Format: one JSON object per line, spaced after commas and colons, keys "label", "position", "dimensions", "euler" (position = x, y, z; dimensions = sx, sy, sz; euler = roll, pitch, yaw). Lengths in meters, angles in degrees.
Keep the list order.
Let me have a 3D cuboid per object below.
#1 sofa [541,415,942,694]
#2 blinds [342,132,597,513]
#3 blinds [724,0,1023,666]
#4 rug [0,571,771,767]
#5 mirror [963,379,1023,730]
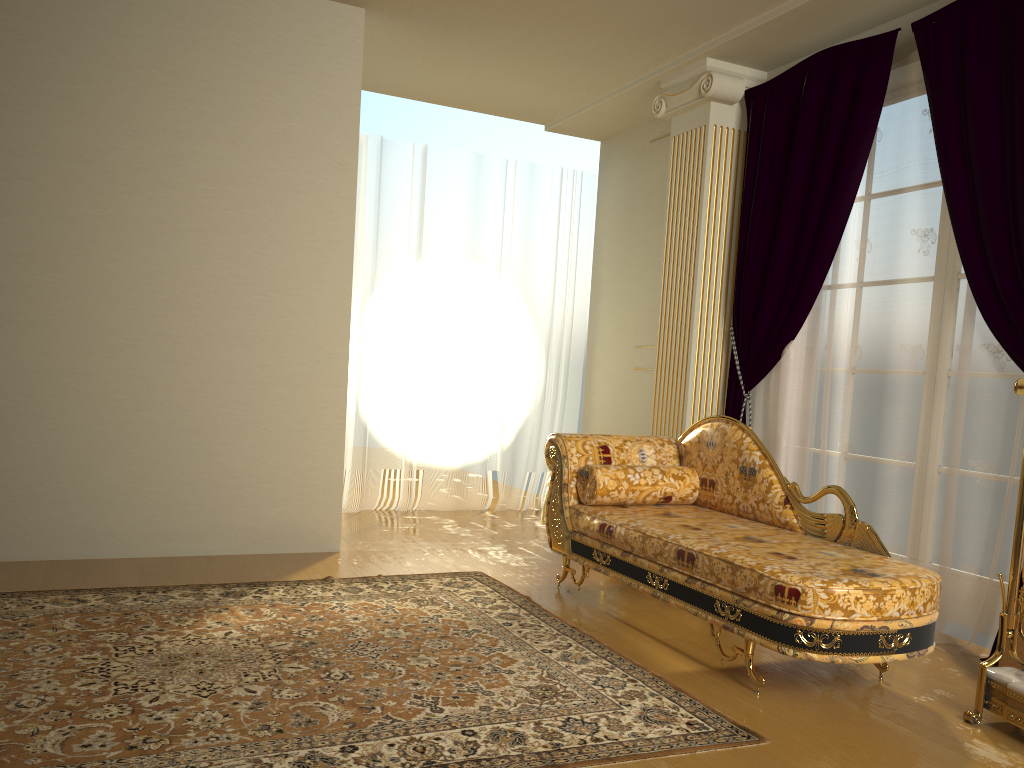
{"label": "sofa", "position": [0.808, 0.574, 3.576], "dimensions": [0.694, 0.874, 1.885], "euler": [2, 2, -25]}
{"label": "blinds", "position": [-0.420, -0.350, 6.150], "dimensions": [2.168, 2.518, 0.163], "euler": [2, 5, -22]}
{"label": "blinds", "position": [1.709, -0.265, 3.970], "dimensions": [0.339, 2.665, 2.224], "euler": [1, 4, -24]}
{"label": "rug", "position": [-1.098, 0.892, 2.819], "dimensions": [3.081, 0.017, 2.107], "euler": [3, 1, -25]}
{"label": "mirror", "position": [1.638, 0.223, 2.509], "dimensions": [0.243, 1.708, 0.538], "euler": [2, 4, -15]}
